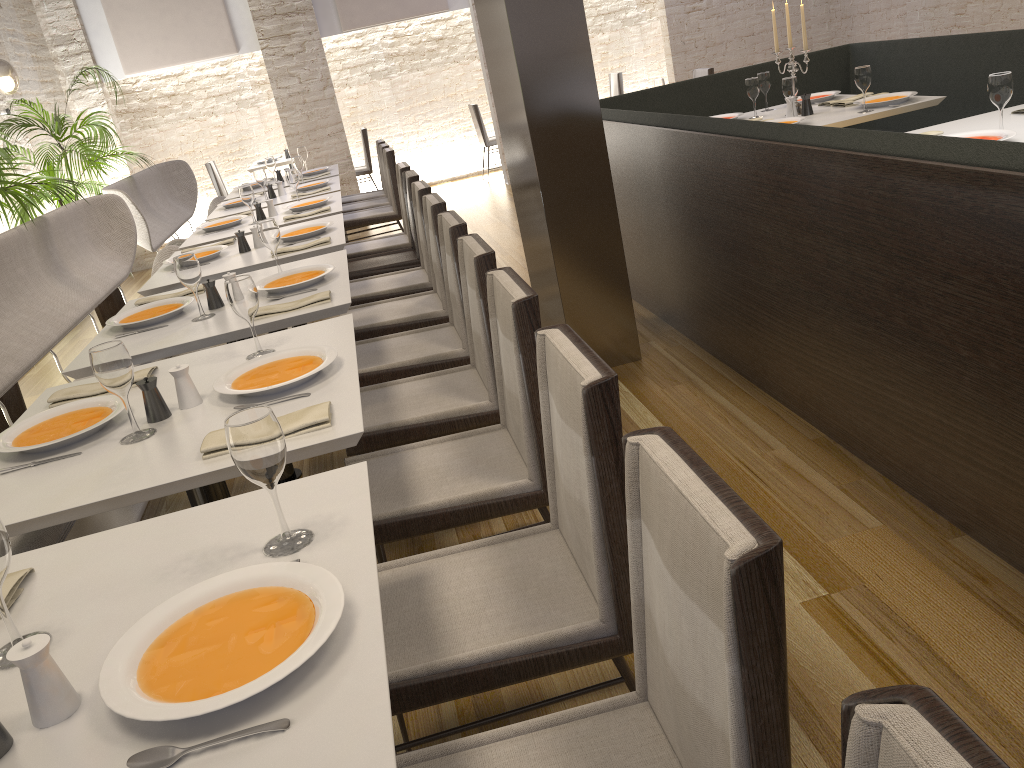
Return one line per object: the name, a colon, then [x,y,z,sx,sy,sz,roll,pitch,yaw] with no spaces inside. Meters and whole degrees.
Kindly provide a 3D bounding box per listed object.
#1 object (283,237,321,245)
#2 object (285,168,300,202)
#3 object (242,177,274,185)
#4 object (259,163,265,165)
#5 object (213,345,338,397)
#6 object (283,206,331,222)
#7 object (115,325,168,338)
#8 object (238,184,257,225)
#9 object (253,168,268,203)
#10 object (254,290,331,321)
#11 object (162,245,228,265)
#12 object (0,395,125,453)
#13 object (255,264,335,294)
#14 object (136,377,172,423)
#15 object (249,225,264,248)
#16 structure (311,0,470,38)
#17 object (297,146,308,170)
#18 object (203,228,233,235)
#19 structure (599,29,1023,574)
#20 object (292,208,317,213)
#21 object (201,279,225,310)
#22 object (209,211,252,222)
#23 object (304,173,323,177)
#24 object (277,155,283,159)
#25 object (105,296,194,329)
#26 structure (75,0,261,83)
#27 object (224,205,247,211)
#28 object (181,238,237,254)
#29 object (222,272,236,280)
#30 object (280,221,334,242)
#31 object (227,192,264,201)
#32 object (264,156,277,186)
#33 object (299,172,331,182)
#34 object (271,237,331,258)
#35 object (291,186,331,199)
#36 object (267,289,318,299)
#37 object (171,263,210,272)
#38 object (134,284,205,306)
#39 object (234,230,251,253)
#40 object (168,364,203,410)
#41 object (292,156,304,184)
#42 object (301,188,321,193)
object: [-1.019,-0.696,4.299,0.181,0.015,0.039,-14,20,-6]
object: [-1.407,-1.277,5.745,0.086,0.228,0.087,-5,20,21]
object: [-2.264,-1.797,7.896,0.273,0.032,0.144,-15,20,-7]
object: [-2.803,-2.513,10.094,0.185,0.010,0.017,-15,20,-7]
object: [-0.601,-0.025,2.274,0.323,0.036,0.324,-21,22,-23]
object: [-1.197,-0.996,5.186,0.273,0.032,0.144,-15,20,-7]
object: [-1.309,-0.189,3.132,0.185,0.010,0.017,-15,20,-7]
object: [-1.564,-1.070,5.287,0.086,0.228,0.087,-5,20,21]
object: [-1.776,-1.417,6.319,0.086,0.228,0.087,-5,20,21]
object: [-0.756,-0.272,3.031,0.273,0.032,0.144,-15,20,-7]
object: [-1.568,-0.628,4.405,0.324,0.036,0.323,-23,23,-27]
object: [-1.118,0.110,2.209,0.323,0.036,0.324,-21,22,-23]
object: [-0.825,-0.392,3.367,0.324,0.036,0.323,-23,23,-27]
object: [-0.878,0.034,2.163,0.059,0.108,0.060,-17,20,-15]
object: [-1.269,-0.736,4.411,0.059,0.108,0.060,-17,20,-15]
structure: [-1.397,-4.626,9.194,1.635,1.654,0.099,-15,19,-7]
object: [-1.836,-1.981,7.839,0.086,0.228,0.087,-5,20,21]
object: [-1.751,-0.913,5.287,0.185,0.010,0.017,-15,20,-7]
structure: [2.467,0.005,1.255,2.374,0.988,10.870,-14,20,-7]
object: [-1.235,-1.050,5.352,0.181,0.015,0.039,-14,20,-6]
object: [-1.102,-0.333,3.257,0.059,0.108,0.060,-17,20,-15]
object: [-1.831,-1.088,5.784,0.273,0.032,0.144,-15,20,-7]
object: [-1.668,-1.759,7.464,0.181,0.015,0.039,-14,20,-6]
object: [-2.883,-2.688,10.590,0.273,0.032,0.144,-15,20,-7]
object: [-1.342,-0.258,3.302,0.324,0.036,0.323,-23,23,-27]
structure: [-3.570,-4.057,8.913,1.635,1.654,0.099,-15,19,-7]
object: [-1.964,-1.262,6.326,0.185,0.010,0.017,-15,20,-7]
object: [-1.615,-0.734,4.731,0.273,0.032,0.144,-15,20,-7]
object: [-1.043,-0.366,3.309,0.059,0.108,0.060,-17,20,-15]
object: [-1.051,-0.763,4.470,0.324,0.036,0.323,-23,23,-27]
object: [-2.044,-1.437,6.823,0.273,0.032,0.144,-15,20,-7]
object: [-1.994,-1.773,7.381,0.086,0.228,0.087,-5,20,21]
object: [-1.630,-1.705,7.298,0.273,0.032,0.144,-15,20,-7]
object: [-0.982,-0.642,4.134,0.273,0.032,0.144,-15,20,-7]
object: [-1.410,-1.345,6.225,0.273,0.032,0.144,-15,20,-7]
object: [-0.793,-0.326,3.197,0.181,0.015,0.039,-14,20,-6]
object: [-1.535,-0.559,4.235,0.185,0.010,0.017,-15,20,-7]
object: [-1.389,-0.364,3.629,0.273,0.032,0.144,-15,20,-7]
object: [-1.328,-0.704,4.359,0.059,0.108,0.060,-17,20,-15]
object: [-0.819,0.002,2.215,0.059,0.108,0.060,-17,20,-15]
object: [-1.619,-1.624,6.778,0.086,0.228,0.087,-5,20,21]
object: [-1.448,-1.399,6.391,0.181,0.015,0.039,-14,20,-6]
